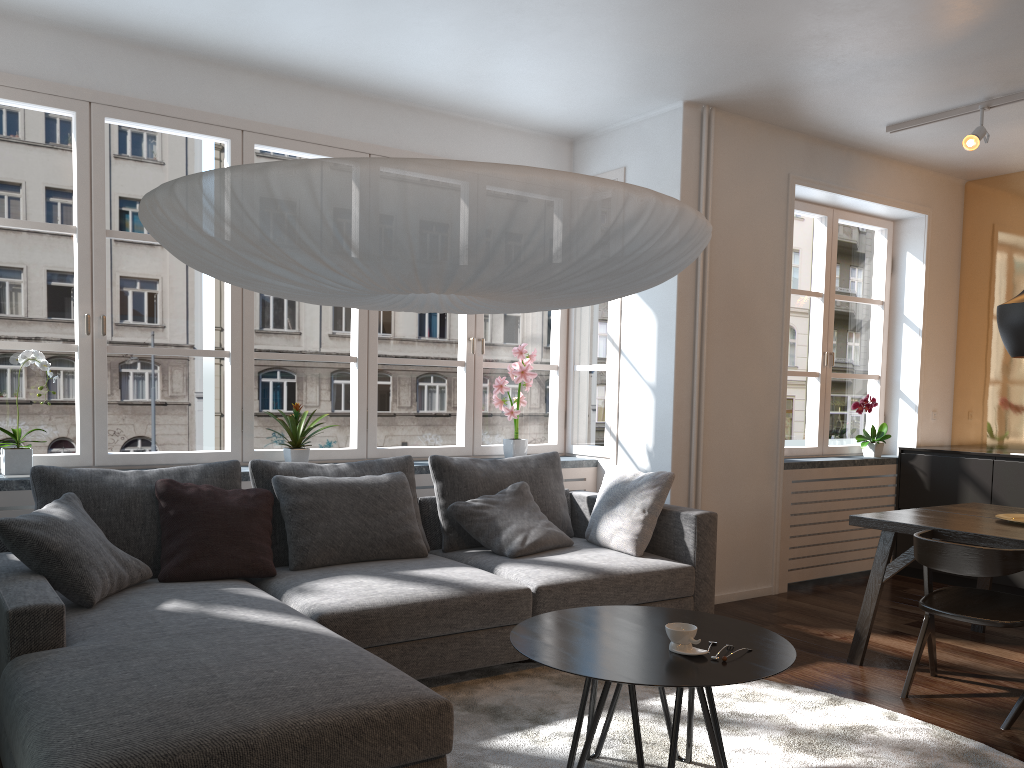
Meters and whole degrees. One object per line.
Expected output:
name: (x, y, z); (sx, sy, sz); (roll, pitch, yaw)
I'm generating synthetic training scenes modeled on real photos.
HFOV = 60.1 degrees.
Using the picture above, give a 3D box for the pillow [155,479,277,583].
pillow: (-1.206, 0.597, 3.654); (0.521, 0.405, 0.310); (0, 2, -33)

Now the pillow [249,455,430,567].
pillow: (-0.794, 0.584, 4.139); (0.839, 0.477, 0.276); (1, 2, -34)

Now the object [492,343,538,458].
object: (0.017, 0.105, 5.217); (0.297, 0.693, 0.200); (3, 4, 34)

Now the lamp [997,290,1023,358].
lamp: (2.357, -0.388, 3.867); (0.411, 0.543, 0.409); (1, 2, -1)

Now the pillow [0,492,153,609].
pillow: (-1.583, 0.598, 3.220); (0.346, 0.361, 0.514); (1, 1, 5)

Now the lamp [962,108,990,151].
lamp: (2.437, -1.327, 4.637); (0.085, 0.241, 0.250); (4, 3, 42)

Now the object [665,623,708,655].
object: (0.500, 0.739, 2.547); (0.091, 0.069, 0.138); (1, 0, -23)

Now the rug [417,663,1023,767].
rug: (0.355, 1.239, 2.554); (2.833, 0.012, 2.835); (1, -1, 35)

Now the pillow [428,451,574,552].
pillow: (-0.036, 0.606, 4.649); (0.836, 0.479, 0.274); (1, 2, -34)

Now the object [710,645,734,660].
object: (0.608, 0.768, 2.548); (0.025, 0.016, 0.163); (2, 0, 30)

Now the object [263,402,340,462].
object: (-1.059, 0.257, 4.475); (0.322, 0.329, 0.375); (2, 2, 30)

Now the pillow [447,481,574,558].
pillow: (0.000, 0.664, 4.386); (0.443, 0.322, 0.491); (2, 1, 37)

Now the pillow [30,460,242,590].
pillow: (-1.505, 0.566, 3.636); (0.836, 0.480, 0.274); (1, 2, -34)

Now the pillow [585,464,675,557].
pillow: (0.559, 0.635, 4.503); (0.286, 0.416, 0.493); (-1, 2, -36)

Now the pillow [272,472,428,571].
pillow: (-0.726, 0.610, 4.015); (0.666, 0.399, 0.291); (1, 2, -35)

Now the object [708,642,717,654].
object: (0.583, 0.771, 2.600); (0.026, 0.010, 0.124); (1, 0, 22)

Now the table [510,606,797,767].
table: (0.412, 1.010, 2.692); (0.847, 0.474, 0.845); (1, 1, -32)

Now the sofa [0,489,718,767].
sofa: (-0.261, 0.905, 3.470); (3.067, 0.674, 2.035); (1, 0, -35)

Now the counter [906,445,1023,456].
counter: (4.391, 0.453, 4.206); (0.732, 0.002, 5.049); (2, -1, -35)

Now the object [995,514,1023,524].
object: (2.348, 0.609, 3.928); (0.356, 0.017, 0.355); (1, -1, -31)

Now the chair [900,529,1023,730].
chair: (1.879, 0.950, 3.537); (0.519, 0.674, 0.591); (0, 2, -36)

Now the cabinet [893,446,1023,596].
cabinet: (4.381, 0.904, 4.235); (0.732, 0.903, 5.052); (0, 1, -35)

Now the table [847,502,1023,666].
table: (2.698, 0.960, 3.367); (1.106, 0.681, 2.494); (1, 0, -35)

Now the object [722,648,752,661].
object: (0.645, 0.769, 2.527); (0.015, 0.015, 0.168); (3, 1, 43)

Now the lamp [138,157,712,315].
lamp: (-0.213, -0.320, 2.394); (1.470, 0.210, 1.466); (1, 0, 2)

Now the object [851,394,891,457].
object: (2.456, 0.285, 6.026); (0.229, 0.439, 0.405); (3, 2, 32)
